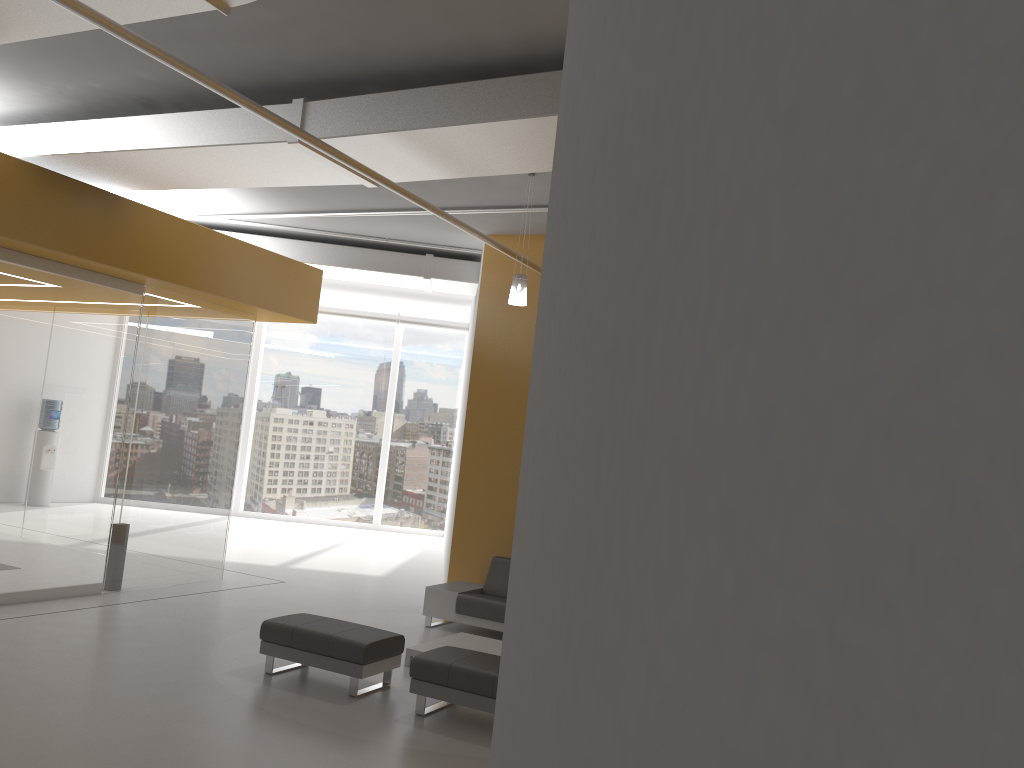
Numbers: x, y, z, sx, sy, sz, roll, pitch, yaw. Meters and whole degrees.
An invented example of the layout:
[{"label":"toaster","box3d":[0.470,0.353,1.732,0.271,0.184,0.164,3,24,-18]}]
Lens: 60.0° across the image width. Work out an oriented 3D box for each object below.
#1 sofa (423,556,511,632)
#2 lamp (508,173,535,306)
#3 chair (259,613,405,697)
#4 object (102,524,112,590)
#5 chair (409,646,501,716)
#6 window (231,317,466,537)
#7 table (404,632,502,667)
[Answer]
[{"label":"sofa","box3d":[0.319,2.299,9.189,2.400,0.761,0.860,4,-5,26]},{"label":"lamp","box3d":[0.114,-1.337,8.158,0.174,1.227,0.174,8,-5,-23]},{"label":"chair","box3d":[-1.430,2.119,7.002,1.012,0.423,0.575,4,-5,26]},{"label":"object","box3d":[-4.284,1.862,9.572,0.124,0.706,0.152,4,-5,21]},{"label":"chair","box3d":[-0.176,2.206,6.366,1.012,0.423,0.575,4,-5,26]},{"label":"window","box3d":[-3.993,0.642,18.431,8.533,4.498,0.100,6,-4,-4]},{"label":"table","box3d":[-0.262,2.449,7.903,1.000,0.150,1.000,4,-5,26]}]
